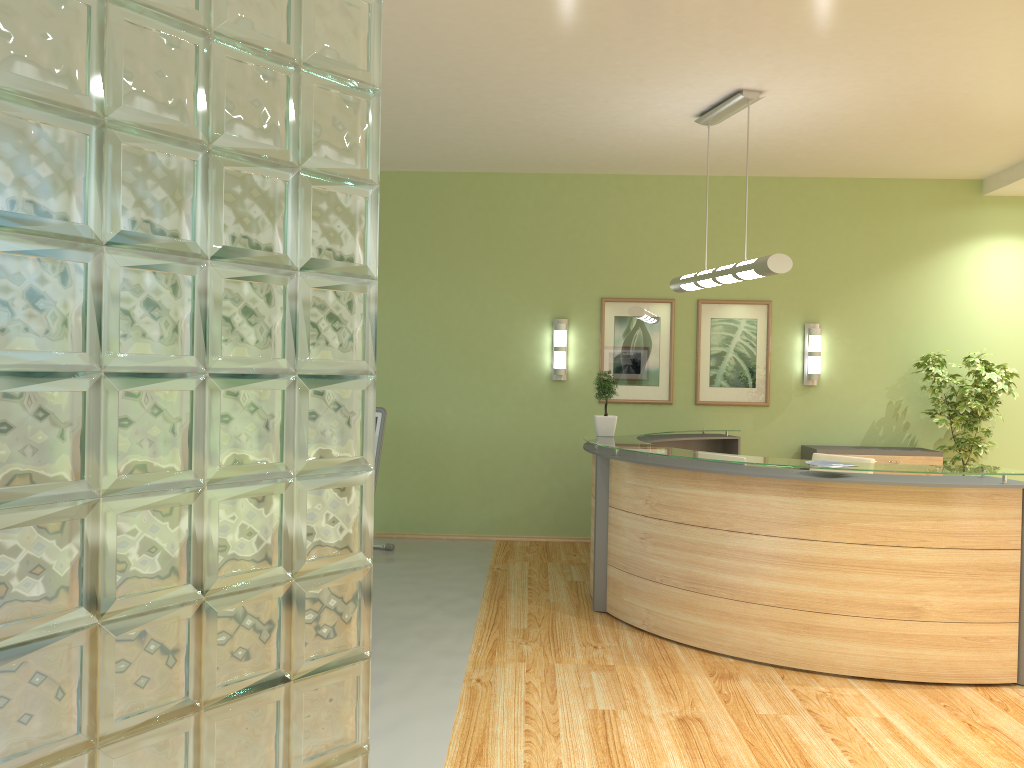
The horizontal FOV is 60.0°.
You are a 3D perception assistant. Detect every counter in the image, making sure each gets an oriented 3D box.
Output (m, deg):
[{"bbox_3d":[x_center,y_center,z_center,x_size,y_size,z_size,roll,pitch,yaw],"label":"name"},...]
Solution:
[{"bbox_3d":[1.466,0.458,6.204,1.837,0.078,3.674,1,1,-14],"label":"counter"}]

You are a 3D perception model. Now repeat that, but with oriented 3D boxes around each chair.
[{"bbox_3d":[2.160,1.044,6.298,0.652,1.048,0.584,1,1,-36],"label":"chair"}]

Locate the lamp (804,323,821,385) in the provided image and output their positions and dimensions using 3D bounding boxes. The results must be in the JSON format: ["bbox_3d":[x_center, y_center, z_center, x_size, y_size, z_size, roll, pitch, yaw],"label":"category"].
[{"bbox_3d":[2.819,-0.277,8.301,0.134,0.580,0.142,1,1,1],"label":"lamp"}]

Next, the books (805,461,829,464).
[{"bbox_3d":[1.750,0.441,4.926,0.210,0.004,0.150,2,1,26],"label":"books"}]

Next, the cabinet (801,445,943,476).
[{"bbox_3d":[3.270,1.074,8.110,1.115,0.966,0.501,1,1,1],"label":"cabinet"}]

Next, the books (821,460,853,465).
[{"bbox_3d":[1.786,0.441,4.967,0.150,0.004,0.210,1,1,-34],"label":"books"}]

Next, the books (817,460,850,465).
[{"bbox_3d":[1.771,0.441,4.955,0.150,0.004,0.210,0,1,-44],"label":"books"}]

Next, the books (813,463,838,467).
[{"bbox_3d":[1.747,0.442,4.837,0.210,0.004,0.150,1,1,-24],"label":"books"}]

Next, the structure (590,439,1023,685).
[{"bbox_3d":[1.454,1.021,6.212,1.837,1.049,3.673,1,1,-14],"label":"structure"}]

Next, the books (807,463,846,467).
[{"bbox_3d":[1.742,0.441,4.855,0.210,0.004,0.150,1,1,-14],"label":"books"}]

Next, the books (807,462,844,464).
[{"bbox_3d":[1.739,0.441,4.891,0.210,0.004,0.150,1,1,6],"label":"books"}]

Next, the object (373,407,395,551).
[{"bbox_3d":[-1.496,0.834,7.768,0.848,1.285,0.606,1,1,21],"label":"object"}]

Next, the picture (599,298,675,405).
[{"bbox_3d":[1.183,-0.311,8.398,0.700,1.000,0.025,1,1,1],"label":"picture"}]

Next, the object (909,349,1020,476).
[{"bbox_3d":[4.064,0.630,7.985,0.916,1.905,0.649,1,1,-11],"label":"object"}]

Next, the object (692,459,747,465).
[{"bbox_3d":[1.312,0.649,5.554,0.206,0.405,0.411,0,1,-39],"label":"object"}]

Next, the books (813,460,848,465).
[{"bbox_3d":[1.759,0.441,4.942,0.210,0.004,0.150,2,1,36],"label":"books"}]

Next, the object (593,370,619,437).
[{"bbox_3d":[0.709,0.143,6.728,0.216,0.507,0.230,2,1,27],"label":"object"}]

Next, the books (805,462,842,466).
[{"bbox_3d":[1.739,0.441,4.873,0.210,0.004,0.150,1,1,-4],"label":"books"}]

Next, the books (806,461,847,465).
[{"bbox_3d":[1.743,0.441,4.909,0.210,0.004,0.150,1,1,16],"label":"books"}]

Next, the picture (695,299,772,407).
[{"bbox_3d":[2.093,-0.293,8.376,0.700,1.000,0.025,1,1,1],"label":"picture"}]

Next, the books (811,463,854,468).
[{"bbox_3d":[1.756,0.442,4.821,0.210,0.004,0.150,1,1,-34],"label":"books"}]

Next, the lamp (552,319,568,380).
[{"bbox_3d":[0.452,-0.325,8.357,0.134,0.580,0.142,1,1,1],"label":"lamp"}]

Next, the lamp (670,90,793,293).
[{"bbox_3d":[1.492,-1.320,6.176,0.197,1.249,1.470,1,1,-14],"label":"lamp"}]
